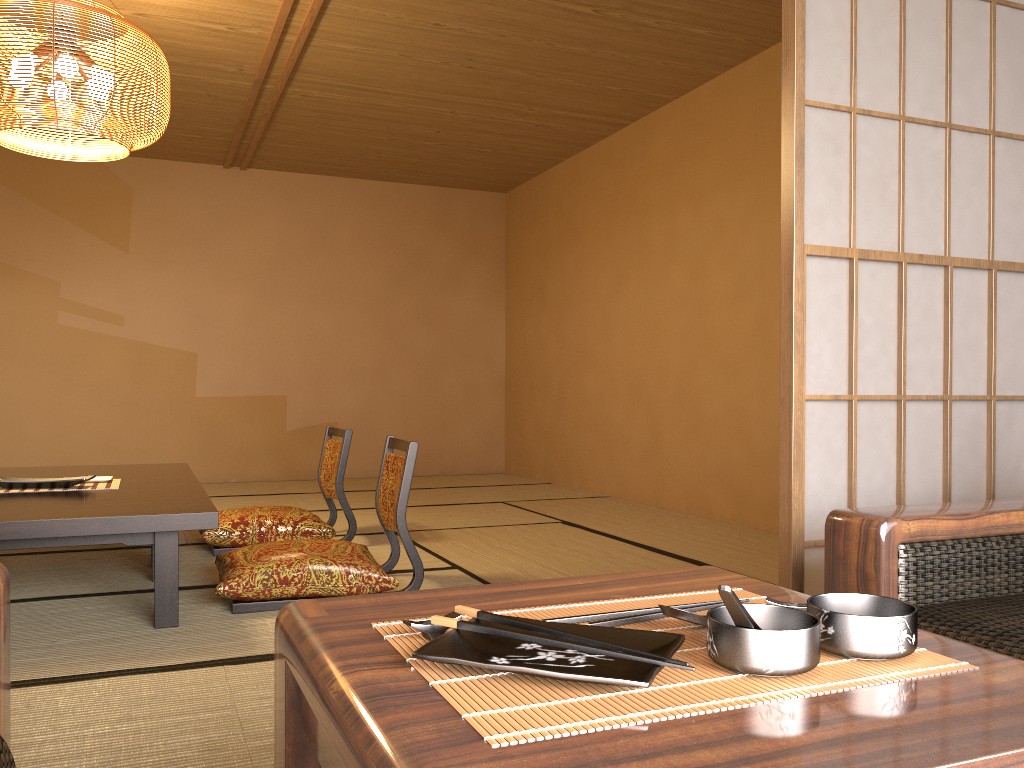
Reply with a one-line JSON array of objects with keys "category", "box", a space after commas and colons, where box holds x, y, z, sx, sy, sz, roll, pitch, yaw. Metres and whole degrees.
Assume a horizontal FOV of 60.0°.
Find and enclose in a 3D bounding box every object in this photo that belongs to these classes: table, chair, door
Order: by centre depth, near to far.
[{"category": "chair", "box": [-0.783, 0.325, 0.406, 0.943, 0.779, 0.872, 0, 0, -23]}, {"category": "table", "box": [0.115, 0.467, 0.741, 0.540, 0.500, 0.540, 0, 0, -23]}, {"category": "chair", "box": [1.060, 0.340, 1.173, 0.943, 0.779, 0.872, 0, 0, -23]}, {"category": "door", "box": [1.006, -0.236, 1.956, 0.992, 1.934, 0.040, 0, 0, -23]}, {"category": "table", "box": [-1.520, 0.558, 2.896, 0.995, 0.357, 0.994, 0, -1, -23]}, {"category": "chair", "box": [-0.698, 0.469, 3.163, 0.687, 0.546, 0.582, 0, 0, -18]}, {"category": "table", "box": [-1.903, 0.567, 3.814, 0.995, 0.357, 0.994, 0, -1, -23]}, {"category": "chair", "box": [-1.122, 0.479, 4.165, 0.699, 0.546, 0.582, 0, 0, -24]}]

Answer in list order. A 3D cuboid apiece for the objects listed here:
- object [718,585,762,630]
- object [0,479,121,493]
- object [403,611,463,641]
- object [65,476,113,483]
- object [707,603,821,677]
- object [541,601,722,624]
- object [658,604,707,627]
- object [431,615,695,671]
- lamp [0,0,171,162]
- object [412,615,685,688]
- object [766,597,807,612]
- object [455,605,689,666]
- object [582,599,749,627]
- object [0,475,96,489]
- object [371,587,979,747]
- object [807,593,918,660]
[{"category": "object", "box": [0.179, 0.173, 0.658, 0.038, 0.068, 0.117, 0, 0, 33]}, {"category": "object", "box": [-1.703, 0.383, 3.355, 0.401, 0.003, 0.398, 0, -1, -23]}, {"category": "object", "box": [-0.067, 0.206, 0.749, 0.050, 0.018, 0.015, 1, 0, -36]}, {"category": "object", "box": [-1.665, 0.376, 3.473, 0.180, 0.014, 0.130, 0, -1, -21]}, {"category": "object", "box": [0.192, 0.196, 0.680, 0.084, 0.037, 0.084, 0, -1, -31]}, {"category": "object", "box": [0.105, 0.213, 0.828, 0.230, 0.007, 0.006, 1, 0, -27]}, {"category": "object", "box": [0.182, 0.203, 0.799, 0.130, 0.026, 0.038, 1, -1, -38]}, {"category": "object", "box": [0.031, 0.196, 0.677, 0.230, 0.007, 0.006, 0, 0, 33]}, {"category": "lamp", "box": [-1.771, -1.351, 3.495, 0.798, 0.826, 0.798, 0, 0, 1]}, {"category": "object", "box": [0.031, 0.207, 0.683, 0.181, 0.015, 0.131, 0, -1, 23]}, {"category": "object", "box": [0.259, 0.208, 0.814, 0.050, 0.018, 0.015, 0, 0, 19]}, {"category": "object", "box": [0.038, 0.197, 0.700, 0.230, 0.007, 0.006, 0, 0, 42]}, {"category": "object", "box": [0.140, 0.213, 0.825, 0.230, 0.007, 0.006, 1, 0, -33]}, {"category": "object", "box": [-1.731, 0.361, 3.253, 0.349, 0.039, 0.129, 0, -1, -9]}, {"category": "object", "box": [0.115, 0.216, 0.739, 0.401, 0.003, 0.300, 0, -1, -23]}, {"category": "object", "box": [0.284, 0.197, 0.721, 0.084, 0.037, 0.084, 0, 0, 5]}]
